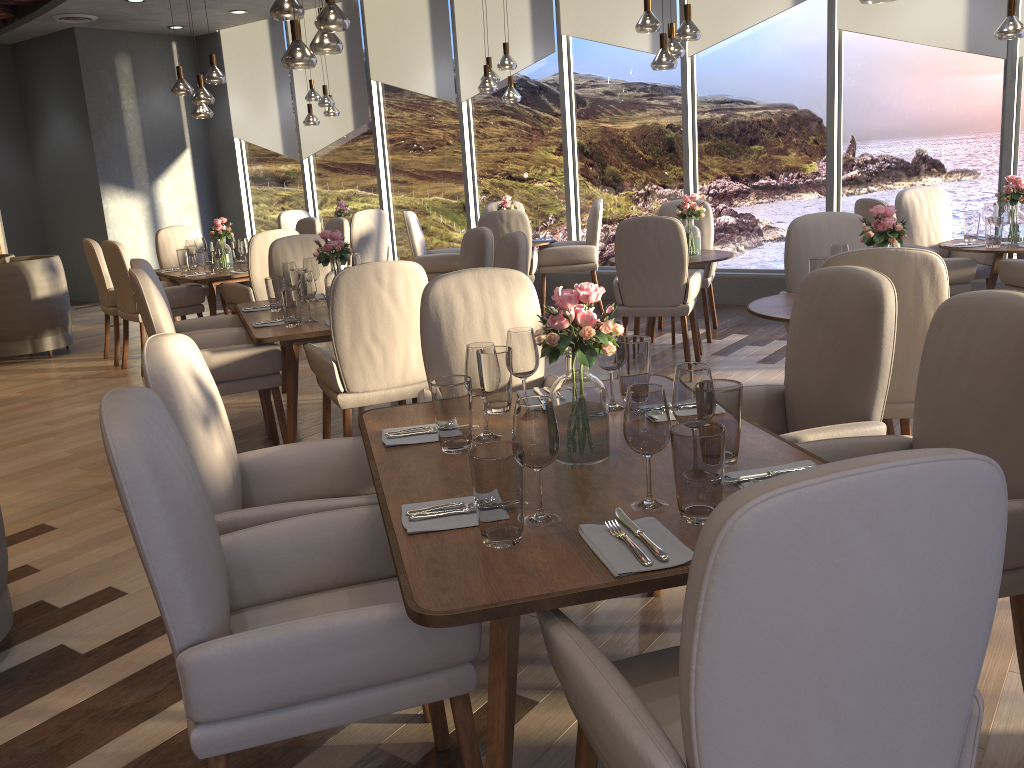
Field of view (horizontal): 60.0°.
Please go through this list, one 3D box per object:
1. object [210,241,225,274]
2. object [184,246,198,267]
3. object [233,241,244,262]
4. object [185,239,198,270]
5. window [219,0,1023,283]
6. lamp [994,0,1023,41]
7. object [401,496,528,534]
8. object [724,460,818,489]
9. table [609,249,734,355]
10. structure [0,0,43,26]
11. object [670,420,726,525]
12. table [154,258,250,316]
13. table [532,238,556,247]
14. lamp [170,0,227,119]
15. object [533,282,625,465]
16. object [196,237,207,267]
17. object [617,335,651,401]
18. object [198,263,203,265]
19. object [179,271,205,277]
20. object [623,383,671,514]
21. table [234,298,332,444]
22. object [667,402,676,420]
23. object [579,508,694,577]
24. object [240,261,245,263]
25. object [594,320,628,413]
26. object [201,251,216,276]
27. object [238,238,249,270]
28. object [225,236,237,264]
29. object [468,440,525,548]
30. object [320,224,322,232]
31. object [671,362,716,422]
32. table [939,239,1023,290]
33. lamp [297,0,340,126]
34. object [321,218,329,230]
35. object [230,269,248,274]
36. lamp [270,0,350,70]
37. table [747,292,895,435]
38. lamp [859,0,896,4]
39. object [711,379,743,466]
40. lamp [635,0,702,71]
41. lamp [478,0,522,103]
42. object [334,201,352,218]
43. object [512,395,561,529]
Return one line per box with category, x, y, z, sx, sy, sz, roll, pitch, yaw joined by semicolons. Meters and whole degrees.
object;-2.289;-0.983;6.884;0.092;0.243;0.092;-12;15;-33
object;-2.732;-1.088;7.563;0.102;0.177;0.103;4;15;30
object;-2.393;-1.158;7.752;0.102;0.177;0.102;-11;15;-30
object;-2.645;-1.069;7.328;0.092;0.243;0.093;-3;13;6
window;1.680;-1.675;4.220;8.063;3.177;16.228;-6;14;-8
lamp;3.004;-2.685;5.094;0.439;1.317;0.442;-3;12;4
object;-0.096;0.251;1.787;0.255;0.019;0.158;-6;14;-9
object;0.546;0.195;1.838;0.255;0.019;0.158;-7;14;-11
table;1.095;-0.544;6.077;0.834;0.657;0.839;-5;13;-3
structure;-3.453;-2.587;4.269;2.760;0.553;9.502;-10;15;-23
object;0.352;0.168;1.669;0.102;0.177;0.103;-8;13;-17
table;-2.332;-0.634;7.368;0.968;0.661;1.311;-14;17;-35
table;-0.006;-0.937;7.958;0.835;0.657;0.838;5;16;35
lamp;-2.489;-2.759;6.889;0.440;1.317;0.442;-7;13;-14
object;0.153;-0.026;2.029;0.210;0.413;0.199;-1;13;14
object;-2.630;-1.119;7.522;0.092;0.243;0.092;-12;15;-31
object;0.346;-0.042;2.515;0.102;0.177;0.103;-5;13;-5
object;-2.627;-1.050;7.708;0.158;0.019;0.256;-13;17;-34
object;-2.447;-0.862;6.902;0.256;0.019;0.158;-14;17;-35
object;0.265;0.125;1.730;0.092;0.243;0.092;-12;15;-32
table;-0.901;-0.076;4.734;0.966;0.661;1.314;-9;14;-19
object;0.432;0.065;2.389;0.255;0.019;0.158;-7;14;-11
object;0.216;0.276;1.602;0.157;0.019;0.256;-7;14;-13
object;-2.250;-1.067;7.675;0.256;0.019;0.158;-14;17;-36
object;0.272;-0.049;2.429;0.092;0.243;0.093;5;15;36
object;-2.317;-0.924;6.789;0.102;0.177;0.103;-2;13;10
object;-2.112;-1.026;7.009;0.092;0.243;0.092;-13;15;-36
object;-2.423;-1.163;7.642;0.092;0.243;0.093;2;14;26
object;-0.023;0.204;1.626;0.102;0.177;0.103;0;13;16
object;-2.110;-1.636;9.610;0.102;0.177;0.103;0;13;18
object;0.386;0.080;1.878;0.092;0.243;0.093;-1;13;14
table;3.130;-0.554;5.564;0.834;0.657;0.839;2;14;23
lamp;-2.022;-3.347;9.127;0.440;1.317;0.442;5;15;35
object;-2.006;-1.668;9.575;0.092;0.243;0.093;-8;13;-18
object;-2.086;-0.878;6.871;0.158;0.019;0.256;-15;18;-38
lamp;-1.022;-2.208;4.276;0.440;1.317;0.441;7;16;41
table;1.465;-0.024;3.885;0.833;0.657;0.840;-1;14;11
lamp;1.348;-2.156;3.418;0.440;1.317;0.441;8;17;43
object;0.460;0.087;1.964;0.102;0.177;0.103;-5;13;-5
lamp;0.977;-2.678;5.622;0.440;1.317;0.441;6;16;38
lamp;-0.146;-3.071;7.505;0.439;1.317;0.442;3;14;29
object;-1.822;-1.766;9.569;0.198;0.413;0.211;-11;15;-30
object;0.049;0.148;1.696;0.092;0.243;0.093;4;15;32
